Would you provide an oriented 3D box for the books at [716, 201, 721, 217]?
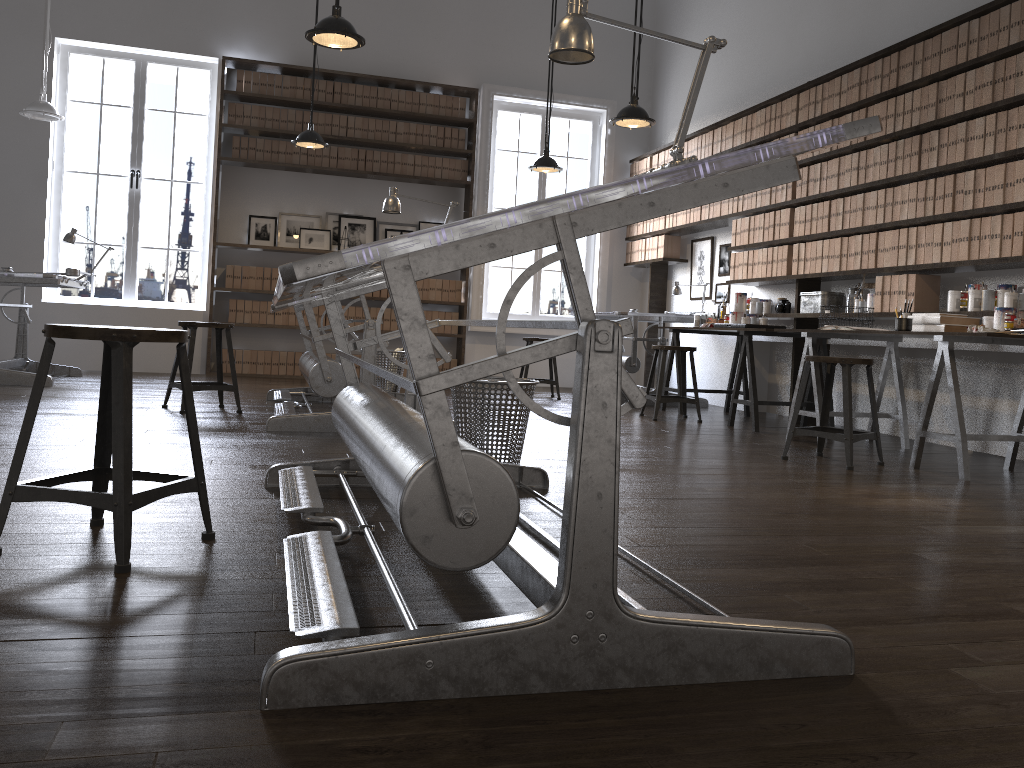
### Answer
[{"bbox_3d":[1.827,-1.511,7.495,0.174,0.226,0.067,3,1,-15],"label":"books"}]

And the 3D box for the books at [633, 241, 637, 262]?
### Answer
[{"bbox_3d":[1.355,-1.364,9.174,0.174,0.225,0.067,3,1,-16],"label":"books"}]

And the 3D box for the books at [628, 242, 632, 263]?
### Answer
[{"bbox_3d":[1.315,-1.374,9.307,0.174,0.226,0.067,3,1,-16],"label":"books"}]

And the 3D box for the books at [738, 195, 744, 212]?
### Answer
[{"bbox_3d":[1.924,-1.493,7.155,0.174,0.225,0.067,3,1,-15],"label":"books"}]

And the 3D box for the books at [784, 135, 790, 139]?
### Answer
[{"bbox_3d":[2.104,-1.716,6.553,0.174,0.225,0.067,3,1,-15],"label":"books"}]

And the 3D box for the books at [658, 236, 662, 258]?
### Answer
[{"bbox_3d":[1.513,-1.322,8.611,0.174,0.225,0.067,3,1,-15],"label":"books"}]

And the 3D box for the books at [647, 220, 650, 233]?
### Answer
[{"bbox_3d":[1.447,-1.619,8.877,0.174,0.225,0.067,3,1,-16],"label":"books"}]

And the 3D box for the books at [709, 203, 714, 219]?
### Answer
[{"bbox_3d":[1.796,-1.520,7.630,0.174,0.225,0.067,3,1,-16],"label":"books"}]

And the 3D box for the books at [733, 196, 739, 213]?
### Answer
[{"bbox_3d":[1.902,-1.498,7.224,0.174,0.225,0.067,3,1,-15],"label":"books"}]

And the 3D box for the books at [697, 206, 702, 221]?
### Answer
[{"bbox_3d":[1.734,-1.536,7.837,0.174,0.226,0.067,3,1,-16],"label":"books"}]

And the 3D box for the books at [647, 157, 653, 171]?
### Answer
[{"bbox_3d":[1.456,-2.175,8.959,0.174,0.225,0.067,3,1,-15],"label":"books"}]

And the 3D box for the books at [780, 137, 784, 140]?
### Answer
[{"bbox_3d":[2.089,-1.721,6.614,0.174,0.225,0.067,3,1,-15],"label":"books"}]

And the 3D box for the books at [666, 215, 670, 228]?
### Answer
[{"bbox_3d":[1.566,-1.581,8.454,0.174,0.225,0.067,3,1,-16],"label":"books"}]

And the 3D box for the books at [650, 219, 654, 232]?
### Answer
[{"bbox_3d":[1.469,-1.614,8.808,0.174,0.225,0.067,3,1,-16],"label":"books"}]

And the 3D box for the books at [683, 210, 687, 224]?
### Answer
[{"bbox_3d":[1.660,-1.555,8.102,0.174,0.225,0.067,3,1,-16],"label":"books"}]

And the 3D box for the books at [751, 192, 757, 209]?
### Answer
[{"bbox_3d":[1.978,-1.478,6.953,0.174,0.226,0.067,3,1,-15],"label":"books"}]

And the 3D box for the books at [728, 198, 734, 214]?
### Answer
[{"bbox_3d":[1.882,-1.497,7.300,0.174,0.226,0.067,3,1,-15],"label":"books"}]

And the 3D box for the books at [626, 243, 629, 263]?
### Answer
[{"bbox_3d":[1.300,-1.379,9.381,0.174,0.225,0.067,3,1,-15],"label":"books"}]

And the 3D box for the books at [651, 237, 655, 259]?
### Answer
[{"bbox_3d":[1.475,-1.332,8.742,0.174,0.225,0.067,3,1,-16],"label":"books"}]

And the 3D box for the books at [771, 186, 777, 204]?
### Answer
[{"bbox_3d":[2.054,-1.459,6.694,0.174,0.225,0.067,3,1,-16],"label":"books"}]

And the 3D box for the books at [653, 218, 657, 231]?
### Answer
[{"bbox_3d":[1.491,-1.609,8.742,0.174,0.225,0.067,3,1,-15],"label":"books"}]

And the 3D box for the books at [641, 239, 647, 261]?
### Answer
[{"bbox_3d":[1.409,-1.349,8.973,0.174,0.225,0.067,3,1,-16],"label":"books"}]

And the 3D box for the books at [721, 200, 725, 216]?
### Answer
[{"bbox_3d":[1.850,-1.506,7.432,0.174,0.225,0.067,3,1,-16],"label":"books"}]

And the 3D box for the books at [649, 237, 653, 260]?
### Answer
[{"bbox_3d":[1.456,-1.337,8.803,0.174,0.225,0.067,3,1,-16],"label":"books"}]

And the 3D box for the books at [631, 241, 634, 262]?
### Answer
[{"bbox_3d":[1.340,-1.368,9.237,0.174,0.225,0.067,3,1,-15],"label":"books"}]

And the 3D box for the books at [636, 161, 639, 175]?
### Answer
[{"bbox_3d":[1.381,-2.195,9.231,0.174,0.225,0.067,3,1,-16],"label":"books"}]

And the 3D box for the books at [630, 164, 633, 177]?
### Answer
[{"bbox_3d":[1.339,-2.205,9.370,0.174,0.226,0.067,3,1,-15],"label":"books"}]

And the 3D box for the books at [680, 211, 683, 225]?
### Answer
[{"bbox_3d":[1.644,-1.560,8.173,0.174,0.225,0.067,3,1,-16],"label":"books"}]

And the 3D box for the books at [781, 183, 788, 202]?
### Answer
[{"bbox_3d":[2.088,-1.449,6.556,0.174,0.225,0.067,3,1,-15],"label":"books"}]

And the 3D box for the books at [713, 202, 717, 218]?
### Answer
[{"bbox_3d":[1.815,-1.515,7.561,0.174,0.225,0.067,3,1,-16],"label":"books"}]

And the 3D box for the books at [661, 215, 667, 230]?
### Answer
[{"bbox_3d":[1.539,-1.594,8.539,0.174,0.226,0.067,3,1,-16],"label":"books"}]

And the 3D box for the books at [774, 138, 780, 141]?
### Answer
[{"bbox_3d":[2.067,-1.726,6.677,0.174,0.226,0.067,3,1,-16],"label":"books"}]

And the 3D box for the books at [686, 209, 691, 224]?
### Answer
[{"bbox_3d":[1.679,-1.550,8.033,0.174,0.226,0.067,3,1,-15],"label":"books"}]

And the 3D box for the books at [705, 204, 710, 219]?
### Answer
[{"bbox_3d":[1.773,-1.526,7.697,0.174,0.225,0.067,3,1,-15],"label":"books"}]

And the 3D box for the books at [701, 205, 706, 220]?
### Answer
[{"bbox_3d":[1.759,-1.530,7.767,0.174,0.225,0.067,3,1,-15],"label":"books"}]

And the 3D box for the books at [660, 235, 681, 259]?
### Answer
[{"bbox_3d":[1.530,-1.318,8.544,0.174,0.225,0.067,3,1,-15],"label":"books"}]

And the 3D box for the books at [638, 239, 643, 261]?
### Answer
[{"bbox_3d":[1.387,-1.354,9.042,0.174,0.225,0.067,3,1,-16],"label":"books"}]

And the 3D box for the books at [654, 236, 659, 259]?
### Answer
[{"bbox_3d":[1.488,-1.328,8.677,0.174,0.226,0.067,3,1,-15],"label":"books"}]

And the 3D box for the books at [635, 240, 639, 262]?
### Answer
[{"bbox_3d":[1.368,-1.359,9.112,0.174,0.226,0.067,3,1,-15],"label":"books"}]

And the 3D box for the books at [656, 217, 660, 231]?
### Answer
[{"bbox_3d":[1.508,-1.604,8.674,0.174,0.225,0.067,3,1,-15],"label":"books"}]

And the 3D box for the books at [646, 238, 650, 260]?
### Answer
[{"bbox_3d":[1.435,-1.342,8.872,0.174,0.226,0.067,3,1,-15],"label":"books"}]

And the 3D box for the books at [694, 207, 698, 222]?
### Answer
[{"bbox_3d":[1.720,-1.541,7.910,0.174,0.225,0.067,3,1,-15],"label":"books"}]

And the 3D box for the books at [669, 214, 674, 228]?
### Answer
[{"bbox_3d":[1.586,-1.575,8.375,0.174,0.226,0.067,3,1,-16],"label":"books"}]

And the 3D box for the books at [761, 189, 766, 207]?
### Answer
[{"bbox_3d":[2.018,-1.469,6.823,0.174,0.225,0.067,3,1,-16],"label":"books"}]

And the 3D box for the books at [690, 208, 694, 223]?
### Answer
[{"bbox_3d":[1.700,-1.546,7.973,0.174,0.225,0.067,3,1,-16],"label":"books"}]

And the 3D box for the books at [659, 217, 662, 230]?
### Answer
[{"bbox_3d":[1.527,-1.599,8.602,0.174,0.225,0.067,3,1,-15],"label":"books"}]

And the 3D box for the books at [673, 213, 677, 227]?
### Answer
[{"bbox_3d":[1.608,-1.570,8.308,0.174,0.225,0.067,3,1,-15],"label":"books"}]

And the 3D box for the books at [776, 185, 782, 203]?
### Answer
[{"bbox_3d":[2.073,-1.454,6.626,0.174,0.225,0.067,3,1,-16],"label":"books"}]

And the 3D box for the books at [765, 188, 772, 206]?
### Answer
[{"bbox_3d":[2.031,-1.464,6.758,0.174,0.226,0.067,3,1,-15],"label":"books"}]

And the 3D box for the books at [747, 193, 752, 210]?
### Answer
[{"bbox_3d":[1.963,-1.483,7.021,0.174,0.225,0.067,3,1,-16],"label":"books"}]

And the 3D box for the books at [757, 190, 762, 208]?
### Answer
[{"bbox_3d":[1.999,-1.473,6.883,0.174,0.225,0.067,3,1,-16],"label":"books"}]

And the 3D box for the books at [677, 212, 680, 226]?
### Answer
[{"bbox_3d":[1.629,-1.565,8.241,0.174,0.225,0.067,3,1,-15],"label":"books"}]

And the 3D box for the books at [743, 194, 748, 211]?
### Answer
[{"bbox_3d":[1.947,-1.488,7.089,0.174,0.225,0.067,3,1,-16],"label":"books"}]

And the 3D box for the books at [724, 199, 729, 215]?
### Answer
[{"bbox_3d":[1.865,-1.502,7.371,0.174,0.225,0.067,3,1,-16],"label":"books"}]
